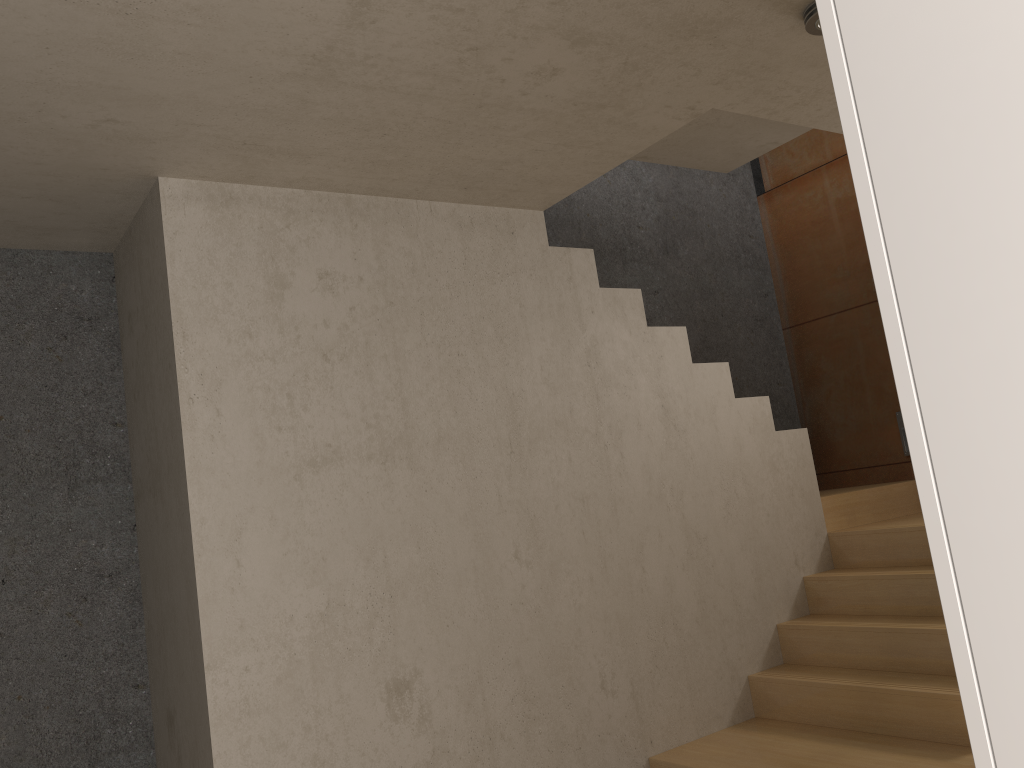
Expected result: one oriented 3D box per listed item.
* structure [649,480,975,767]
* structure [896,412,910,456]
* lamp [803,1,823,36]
[{"bbox_3d":[1.585,1.096,4.187,2.400,1.110,1.950,-3,-10,-35],"label":"structure"},{"bbox_3d":[2.377,0.271,5.144,0.096,0.260,0.220,-3,-10,-35],"label":"structure"},{"bbox_3d":[0.909,-1.043,2.488,0.173,0.044,0.173,-8,-8,0],"label":"lamp"}]
